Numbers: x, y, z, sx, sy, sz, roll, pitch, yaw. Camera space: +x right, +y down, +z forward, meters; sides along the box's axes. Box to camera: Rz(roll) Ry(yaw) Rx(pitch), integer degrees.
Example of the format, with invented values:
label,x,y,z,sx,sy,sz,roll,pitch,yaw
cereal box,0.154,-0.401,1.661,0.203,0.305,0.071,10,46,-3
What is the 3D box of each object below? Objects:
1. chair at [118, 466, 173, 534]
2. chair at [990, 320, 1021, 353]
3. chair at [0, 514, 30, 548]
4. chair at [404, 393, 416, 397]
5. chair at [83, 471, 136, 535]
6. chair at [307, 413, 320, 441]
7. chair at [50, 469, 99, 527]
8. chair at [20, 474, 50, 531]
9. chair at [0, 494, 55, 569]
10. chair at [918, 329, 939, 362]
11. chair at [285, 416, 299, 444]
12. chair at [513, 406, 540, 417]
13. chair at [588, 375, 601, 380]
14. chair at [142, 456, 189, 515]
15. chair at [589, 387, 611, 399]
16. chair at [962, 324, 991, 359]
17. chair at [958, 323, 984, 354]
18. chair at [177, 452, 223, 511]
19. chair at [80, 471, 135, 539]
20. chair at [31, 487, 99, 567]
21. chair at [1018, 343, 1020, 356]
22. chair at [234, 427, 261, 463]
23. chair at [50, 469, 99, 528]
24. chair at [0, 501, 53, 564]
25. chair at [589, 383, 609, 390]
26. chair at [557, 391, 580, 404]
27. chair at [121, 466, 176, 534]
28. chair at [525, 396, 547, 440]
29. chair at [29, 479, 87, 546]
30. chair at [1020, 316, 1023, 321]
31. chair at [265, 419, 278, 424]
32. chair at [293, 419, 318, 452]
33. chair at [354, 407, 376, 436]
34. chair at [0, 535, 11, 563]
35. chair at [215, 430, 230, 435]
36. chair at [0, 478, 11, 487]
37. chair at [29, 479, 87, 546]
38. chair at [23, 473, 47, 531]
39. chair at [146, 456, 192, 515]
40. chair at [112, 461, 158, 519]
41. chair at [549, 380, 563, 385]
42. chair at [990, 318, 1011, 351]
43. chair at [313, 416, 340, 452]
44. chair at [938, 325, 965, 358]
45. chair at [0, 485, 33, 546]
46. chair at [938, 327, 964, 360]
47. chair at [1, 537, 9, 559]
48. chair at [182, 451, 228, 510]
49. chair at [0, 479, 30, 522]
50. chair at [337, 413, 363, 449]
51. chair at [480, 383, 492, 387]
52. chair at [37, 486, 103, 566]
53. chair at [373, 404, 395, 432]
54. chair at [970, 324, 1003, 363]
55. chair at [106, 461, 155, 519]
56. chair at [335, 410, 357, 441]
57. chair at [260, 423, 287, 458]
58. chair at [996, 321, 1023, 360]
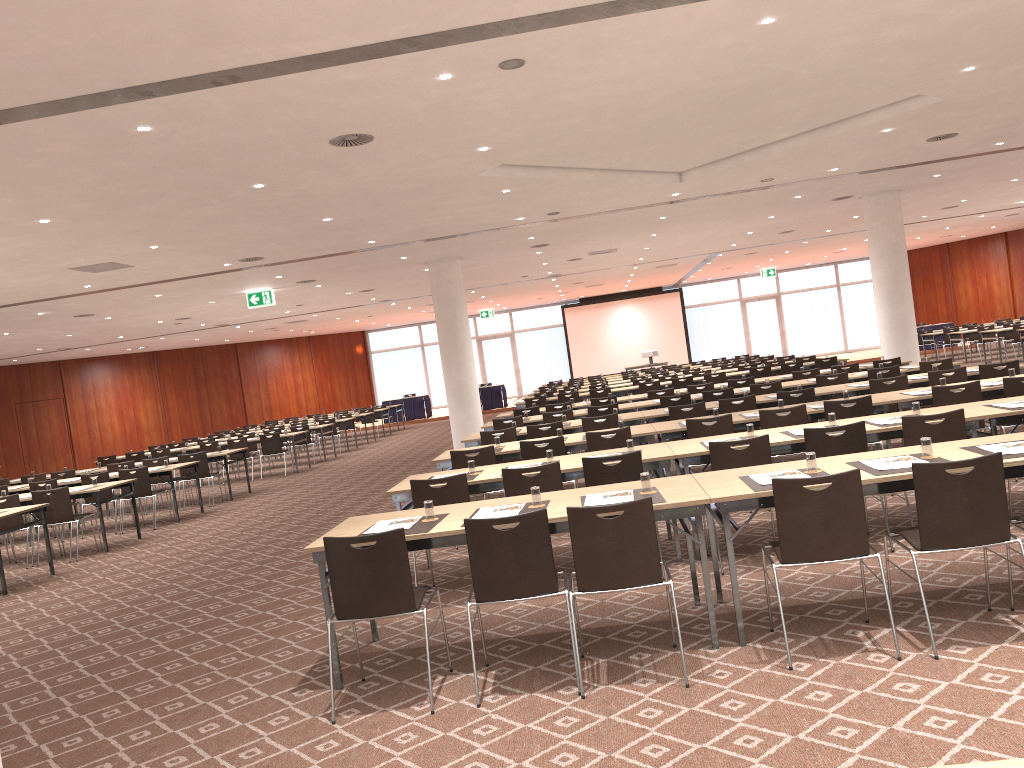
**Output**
label,x,y,z,sx,sy,sz,roll,pitch,yaw
chair,-5.558,1.706,13.324,0.536,0.940,0.613,-8,2,5
chair,13.823,-1.306,24.921,0.536,0.940,0.613,-8,2,4
chair,-7.861,2.023,13.588,0.536,0.940,0.613,-8,2,5
chair,-3.790,0.844,33.141,0.536,0.940,0.613,-8,2,8
chair,-6.162,1.788,13.425,0.536,0.940,0.613,-8,2,5
chair,-6.378,1.438,29.016,0.536,0.940,0.613,-8,2,4
chair,-7.677,1.952,15.461,0.536,0.940,0.613,-8,2,5
chair,-8.265,2.031,15.592,0.536,0.940,0.613,-8,2,5
chair,-6.331,1.864,11.317,0.536,0.940,0.613,-8,2,4
chair,12.599,-1.186,27.046,0.536,0.940,0.613,-8,2,8
chair,-7.090,1.538,29.025,0.535,0.940,0.613,-8,2,4
chair,0.308,0.845,14.765,0.536,0.940,0.613,-8,2,5
chair,2.664,0.188,28.050,0.536,0.940,0.613,-8,2,3
chair,-6.060,1.726,15.379,0.535,0.940,0.613,-8,2,3
chair,1.855,0.545,18.093,0.536,0.940,0.613,-8,2,6
chair,13.120,-1.212,25.130,0.536,0.940,0.613,-8,2,7
chair,13.948,-1.376,27.057,0.536,0.940,0.613,-8,2,7
chair,-5.401,1.637,15.241,0.536,0.940,0.613,-8,2,3
chair,-6.167,1.789,13.425,0.535,0.940,0.613,-8,2,3
chair,-5.797,1.787,11.383,0.536,0.940,0.613,-8,2,7
chair,13.536,-1.220,23.023,0.535,0.940,0.613,-8,2,3
chair,-7.478,1.692,24.967,0.536,0.940,0.613,-8,2,8
chair,-7.676,1.952,15.461,0.535,0.940,0.613,-8,2,3
chair,-6.339,1.865,11.318,0.535,0.940,0.613,-8,2,3
chair,2.031,0.470,20.161,0.536,0.940,0.613,-8,2,7
chair,1.218,0.632,18.232,0.536,0.940,0.613,-8,2,6
chair,-5.514,1.699,13.319,0.536,0.940,0.613,-8,2,8
chair,0.557,0.724,18.253,0.536,0.940,0.613,-8,2,7
chair,-6.913,1.895,13.380,0.536,0.940,0.613,-8,2,8
chair,15.556,-1.597,26.843,0.535,0.940,0.613,-8,2,3
chair,-7.751,1.632,29.008,0.536,0.940,0.613,-8,2,3
chair,-5.838,1.461,24.950,0.536,0.940,0.613,-8,2,6
chair,-4.821,1.224,28.807,0.536,0.940,0.613,-8,2,8
chair,-6.989,1.953,11.455,0.536,0.940,0.613,-8,2,5
chair,-8.094,1.773,25.168,0.536,0.940,0.613,-8,2,3
chair,-8.845,2.114,15.573,0.536,0.940,0.613,-8,2,7
chair,-6.904,1.894,13.379,0.536,0.940,0.613,-8,2,5
chair,-8.232,2.027,15.588,0.536,0.940,0.613,-8,2,5
chair,-6.011,1.719,15.374,0.536,0.940,0.613,-8,2,6
chair,-6.650,1.807,15.479,0.536,0.940,0.613,-8,2,4
chair,1.460,0.354,28.201,0.536,0.940,0.613,-8,2,8
chair,14.840,-1.496,26.830,0.536,0.940,0.613,-8,2,3
chair,-5.229,1.378,24.832,0.536,0.940,0.613,-8,2,8
chair,13.364,-1.294,27.054,0.536,0.940,0.613,-8,2,3
chair,-7.737,2.006,13.577,0.536,0.940,0.613,-8,2,8
chair,12.442,-1.117,25.136,0.536,0.940,0.613,-8,2,8
chair,-6.988,1.953,11.454,0.535,0.940,0.613,-8,2,3
chair,-5.322,1.626,15.234,0.536,0.940,0.613,-8,2,5
chair,-8.960,2.129,15.584,0.536,0.940,0.613,-8,2,8
chair,-4.558,1.287,24.686,0.536,0.940,0.613,-8,2,7
chair,-0.931,0.448,32.866,0.536,0.940,0.613,-8,2,8
chair,-5.729,1.777,11.376,0.536,0.940,0.613,-8,2,5
chair,-4.188,1.138,28.664,0.536,0.940,0.613,-8,2,6
chair,12.369,-1.060,23.195,0.536,0.940,0.613,-8,2,4
chair,-6.716,1.816,15.485,0.536,0.940,0.613,-8,2,8
chair,-5.428,1.310,28.784,0.536,0.940,0.613,-8,2,4
chair,-6.767,1.591,24.980,0.535,0.940,0.613,-8,2,2
chair,12.941,-1.135,22.999,0.536,0.940,0.613,-8,2,6
